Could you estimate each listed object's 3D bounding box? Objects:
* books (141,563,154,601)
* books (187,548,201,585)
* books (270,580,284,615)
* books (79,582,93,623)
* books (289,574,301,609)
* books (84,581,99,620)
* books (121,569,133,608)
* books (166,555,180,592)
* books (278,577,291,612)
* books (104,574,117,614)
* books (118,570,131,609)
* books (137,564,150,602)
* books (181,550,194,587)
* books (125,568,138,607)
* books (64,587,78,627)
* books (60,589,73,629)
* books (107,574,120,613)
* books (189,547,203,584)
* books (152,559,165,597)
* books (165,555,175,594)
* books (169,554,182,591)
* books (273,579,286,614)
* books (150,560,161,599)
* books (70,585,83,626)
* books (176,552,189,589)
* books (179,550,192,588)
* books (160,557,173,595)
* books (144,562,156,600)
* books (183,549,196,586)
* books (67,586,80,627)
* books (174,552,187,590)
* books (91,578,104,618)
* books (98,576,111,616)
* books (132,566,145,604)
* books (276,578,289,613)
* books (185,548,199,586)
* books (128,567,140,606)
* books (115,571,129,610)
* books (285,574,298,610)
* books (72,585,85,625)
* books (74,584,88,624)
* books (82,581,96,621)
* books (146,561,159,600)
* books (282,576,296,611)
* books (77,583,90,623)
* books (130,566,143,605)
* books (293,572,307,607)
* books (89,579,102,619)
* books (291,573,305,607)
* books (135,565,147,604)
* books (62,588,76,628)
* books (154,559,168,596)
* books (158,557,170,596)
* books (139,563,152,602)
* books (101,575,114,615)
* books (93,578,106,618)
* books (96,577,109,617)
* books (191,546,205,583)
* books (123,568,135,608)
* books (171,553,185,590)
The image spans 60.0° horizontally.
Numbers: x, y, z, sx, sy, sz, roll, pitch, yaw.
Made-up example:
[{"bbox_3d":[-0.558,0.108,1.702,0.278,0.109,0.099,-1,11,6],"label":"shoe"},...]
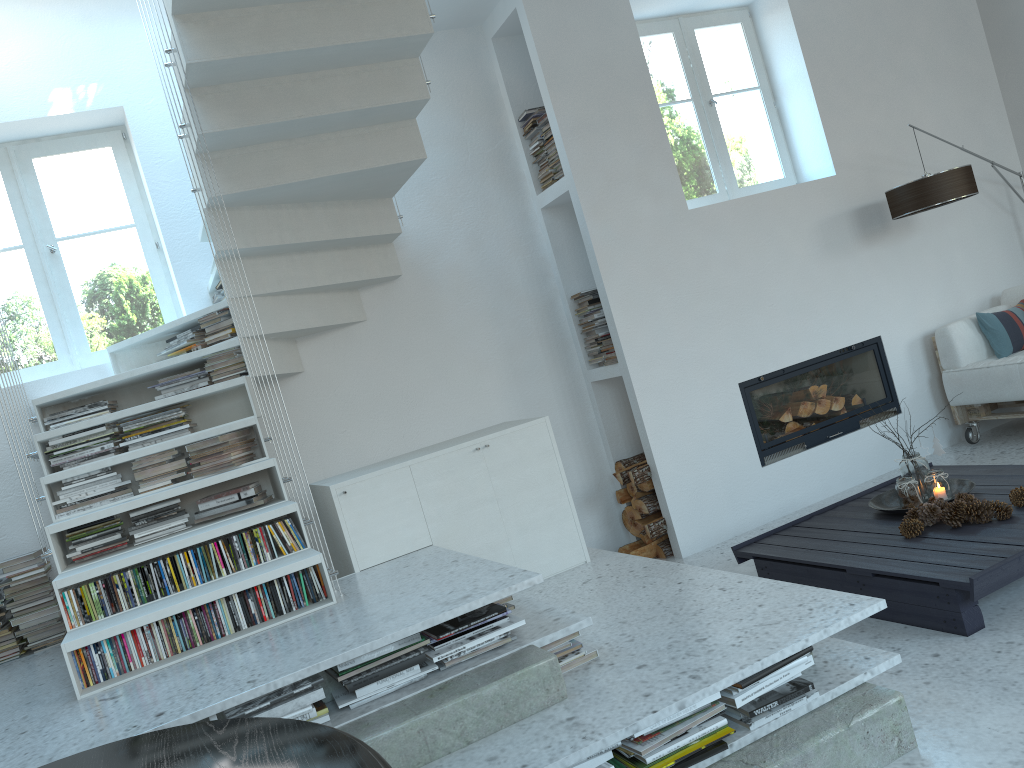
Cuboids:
[{"bbox_3d":[-1.273,0.690,3.100,0.008,0.125,0.125,-17,2,-22],"label":"books"},{"bbox_3d":[-1.134,0.649,3.160,0.008,0.125,0.125,-17,2,-22],"label":"books"},{"bbox_3d":[-0.832,0.743,3.113,0.009,0.125,0.125,-17,2,-22],"label":"books"},{"bbox_3d":[-1.449,0.744,3.024,0.008,0.125,0.125,-17,2,-22],"label":"books"},{"bbox_3d":[-0.776,0.726,3.137,0.009,0.125,0.125,-17,2,-22],"label":"books"},{"bbox_3d":[-1.434,0.739,3.031,0.012,0.125,0.125,-17,2,-22],"label":"books"},{"bbox_3d":[-1.333,0.709,3.074,0.007,0.125,0.125,-17,2,-22],"label":"books"},{"bbox_3d":[-1.197,0.668,3.133,0.010,0.125,0.125,-17,2,-22],"label":"books"},{"bbox_3d":[-0.805,0.735,3.125,0.014,0.125,0.125,-17,2,-22],"label":"books"},{"bbox_3d":[-1.381,0.723,3.054,0.010,0.125,0.125,-17,2,-22],"label":"books"},{"bbox_3d":[-1.341,0.711,3.071,0.009,0.125,0.125,-17,2,-22],"label":"books"},{"bbox_3d":[-1.286,0.694,3.095,0.007,0.125,0.125,-17,2,-22],"label":"books"},{"bbox_3d":[-1.153,0.654,3.152,0.008,0.125,0.125,-17,2,-22],"label":"books"},{"bbox_3d":[-1.320,0.705,3.080,0.008,0.125,0.125,-17,2,-22],"label":"books"},{"bbox_3d":[-1.490,0.756,3.007,0.009,0.125,0.125,-17,2,-22],"label":"books"},{"bbox_3d":[-1.504,0.760,3.001,0.008,0.125,0.125,-17,2,-22],"label":"books"},{"bbox_3d":[-1.372,0.720,3.058,0.010,0.125,0.125,-17,2,-22],"label":"books"},{"bbox_3d":[-1.127,0.647,3.163,0.007,0.125,0.125,-17,2,-22],"label":"books"},{"bbox_3d":[-1.241,0.681,3.114,0.010,0.125,0.125,-17,2,-22],"label":"books"},{"bbox_3d":[-1.207,0.671,3.129,0.014,0.125,0.125,-17,2,-22],"label":"books"},{"bbox_3d":[-1.189,0.665,3.136,0.007,0.125,0.125,-17,2,-22],"label":"books"},{"bbox_3d":[-0.824,0.740,3.117,0.007,0.125,0.125,-17,2,-22],"label":"books"},{"bbox_3d":[-1.251,0.684,3.110,0.012,0.125,0.125,-17,2,-22],"label":"books"},{"bbox_3d":[-1.476,0.751,3.013,0.007,0.125,0.125,-17,2,-22],"label":"books"},{"bbox_3d":[-1.169,0.659,3.145,0.010,0.125,0.125,-17,2,-22],"label":"books"},{"bbox_3d":[-1.160,0.657,3.149,0.008,0.125,0.125,-17,2,-22],"label":"books"},{"bbox_3d":[-1.217,0.674,3.124,0.010,0.125,0.125,-17,2,-22],"label":"books"},{"bbox_3d":[-1.266,0.689,3.103,0.008,0.125,0.125,-17,2,-22],"label":"books"},{"bbox_3d":[-1.147,0.653,3.154,0.008,0.125,0.125,-17,2,-22],"label":"books"},{"bbox_3d":[-1.482,0.753,3.010,0.008,0.125,0.125,-17,2,-22],"label":"books"},{"bbox_3d":[-1.176,0.661,3.142,0.007,0.125,0.125,-17,2,-22],"label":"books"},{"bbox_3d":[-1.416,0.734,3.039,0.007,0.125,0.125,-17,2,-22],"label":"books"},{"bbox_3d":[-1.396,0.728,3.047,0.008,0.125,0.125,-17,2,-22],"label":"books"},{"bbox_3d":[-1.299,0.698,3.089,0.008,0.125,0.125,-17,2,-22],"label":"books"},{"bbox_3d":[-0.815,0.738,3.121,0.010,0.125,0.125,-17,2,-22],"label":"books"},{"bbox_3d":[-1.141,0.651,3.157,0.008,0.125,0.125,-17,2,-22],"label":"books"},{"bbox_3d":[-1.313,0.703,3.083,0.008,0.125,0.125,-17,2,-22],"label":"books"},{"bbox_3d":[-1.347,0.713,3.068,0.009,0.125,0.125,-17,2,-22],"label":"books"},{"bbox_3d":[-0.785,0.729,3.134,0.013,0.125,0.125,-17,2,-22],"label":"books"},{"bbox_3d":[-1.469,0.750,3.016,0.008,0.125,0.125,-17,2,-22],"label":"books"},{"bbox_3d":[-1.463,0.748,3.019,0.009,0.125,0.125,-17,2,-22],"label":"books"},{"bbox_3d":[-1.441,0.741,3.028,0.010,0.125,0.125,-17,2,-22],"label":"books"},{"bbox_3d":[-1.260,0.687,3.106,0.008,0.125,0.125,-17,2,-22],"label":"books"},{"bbox_3d":[-0.795,0.732,3.129,0.010,0.125,0.125,-17,2,-22],"label":"books"},{"bbox_3d":[-1.456,0.745,3.022,0.007,0.125,0.125,-17,2,-22],"label":"books"},{"bbox_3d":[-1.306,0.701,3.086,0.008,0.125,0.125,-17,2,-22],"label":"books"},{"bbox_3d":[-0.759,0.721,3.145,0.009,0.125,0.125,-17,2,-22],"label":"books"},{"bbox_3d":[-1.424,0.736,3.036,0.008,0.125,0.125,-17,2,-22],"label":"books"},{"bbox_3d":[-0.767,0.723,3.141,0.011,0.125,0.125,-17,2,-22],"label":"books"},{"bbox_3d":[-1.292,0.696,3.092,0.007,0.125,0.125,-17,2,-22],"label":"books"},{"bbox_3d":[-1.496,0.758,3.004,0.008,0.125,0.125,-17,2,-22],"label":"books"},{"bbox_3d":[-1.234,0.679,3.117,0.009,0.125,0.125,-17,2,-22],"label":"books"},{"bbox_3d":[-1.226,0.676,3.121,0.007,0.125,0.125,-17,2,-22],"label":"books"},{"bbox_3d":[-1.279,0.692,3.098,0.007,0.125,0.125,-17,2,-22],"label":"books"},{"bbox_3d":[-1.389,0.726,3.050,0.008,0.125,0.125,-17,2,-22],"label":"books"},{"bbox_3d":[-1.410,0.732,3.041,0.007,0.125,0.125,-17,2,-22],"label":"books"},{"bbox_3d":[-1.403,0.730,3.044,0.007,0.125,0.125,-17,2,-22],"label":"books"},{"bbox_3d":[-1.121,0.645,3.166,0.008,0.125,0.125,-17,2,-22],"label":"books"},{"bbox_3d":[-1.327,0.707,3.077,0.008,0.125,0.125,-17,2,-22],"label":"books"},{"bbox_3d":[-1.183,0.663,3.139,0.007,0.125,0.125,-17,2,-22],"label":"books"}]
